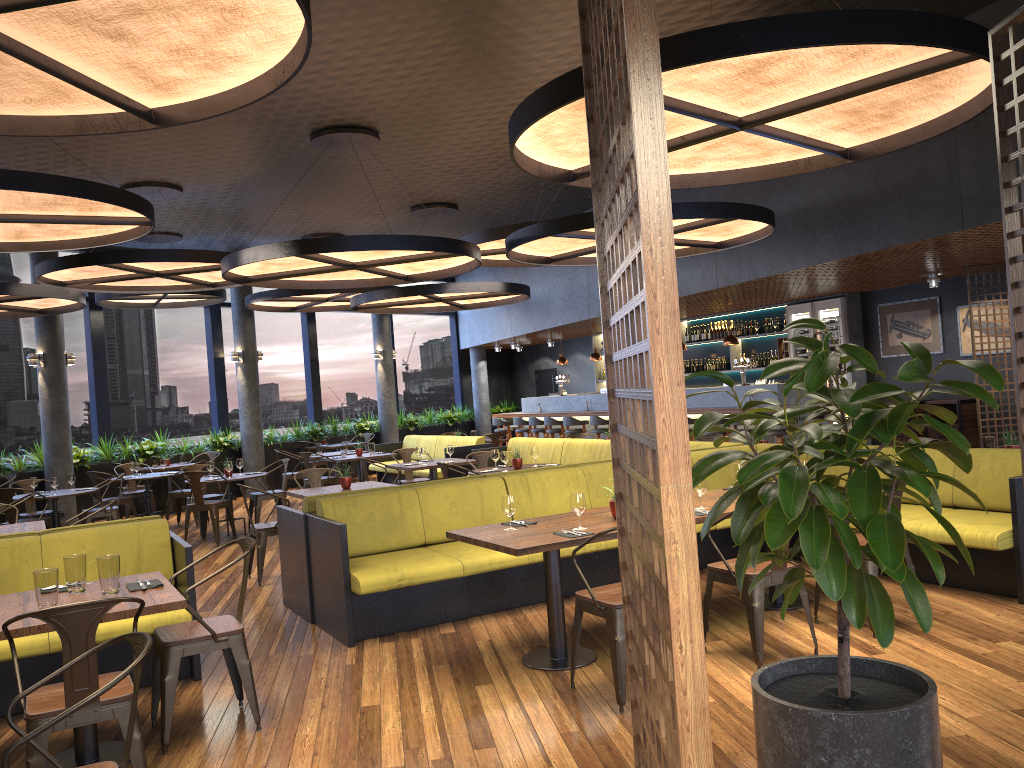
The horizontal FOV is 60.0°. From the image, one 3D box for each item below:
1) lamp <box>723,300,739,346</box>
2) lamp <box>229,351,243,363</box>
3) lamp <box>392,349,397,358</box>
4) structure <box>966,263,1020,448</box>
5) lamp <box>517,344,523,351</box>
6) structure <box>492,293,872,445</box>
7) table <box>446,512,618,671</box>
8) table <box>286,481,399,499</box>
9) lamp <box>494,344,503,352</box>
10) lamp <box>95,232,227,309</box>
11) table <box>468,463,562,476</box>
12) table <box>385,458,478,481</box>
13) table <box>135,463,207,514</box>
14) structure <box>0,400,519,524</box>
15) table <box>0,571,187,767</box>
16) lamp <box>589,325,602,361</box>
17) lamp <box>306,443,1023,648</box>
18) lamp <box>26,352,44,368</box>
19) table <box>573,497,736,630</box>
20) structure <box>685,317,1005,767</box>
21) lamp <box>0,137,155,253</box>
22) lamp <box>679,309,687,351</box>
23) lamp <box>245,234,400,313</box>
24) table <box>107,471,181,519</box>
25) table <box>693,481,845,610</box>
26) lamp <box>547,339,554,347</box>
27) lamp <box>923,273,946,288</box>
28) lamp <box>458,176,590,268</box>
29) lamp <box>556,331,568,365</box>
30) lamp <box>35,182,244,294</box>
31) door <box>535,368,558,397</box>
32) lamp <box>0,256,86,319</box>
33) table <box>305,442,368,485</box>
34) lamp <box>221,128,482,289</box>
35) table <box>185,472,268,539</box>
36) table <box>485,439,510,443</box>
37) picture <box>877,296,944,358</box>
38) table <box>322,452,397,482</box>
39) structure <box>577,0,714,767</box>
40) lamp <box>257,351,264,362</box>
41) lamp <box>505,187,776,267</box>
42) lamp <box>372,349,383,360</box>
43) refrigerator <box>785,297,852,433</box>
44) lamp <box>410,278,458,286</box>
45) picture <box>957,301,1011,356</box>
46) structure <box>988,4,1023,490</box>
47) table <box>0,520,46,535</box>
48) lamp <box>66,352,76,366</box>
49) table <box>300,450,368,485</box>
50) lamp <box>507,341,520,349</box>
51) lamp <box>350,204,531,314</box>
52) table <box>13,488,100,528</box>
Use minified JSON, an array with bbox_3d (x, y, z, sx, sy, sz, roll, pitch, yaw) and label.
[{"bbox_3d":[3.309,-0.932,13.502,0.250,0.673,0.250,-4,0,4],"label":"lamp"},{"bbox_3d":[-5.031,-0.491,16.083,0.215,0.215,0.189,-4,0,28],"label":"lamp"},{"bbox_3d":[-2.619,-0.646,19.443,0.215,0.215,0.189,-5,-1,40],"label":"lamp"},{"bbox_3d":[6.378,-0.157,10.943,1.319,2.700,0.050,-4,0,1],"label":"structure"},{"bbox_3d":[0.174,-0.901,22.049,0.228,0.172,0.228,-4,0,-29],"label":"lamp"},{"bbox_3d":[2.957,0.129,15.600,2.700,2.700,9.298,-4,0,-29],"label":"structure"},{"bbox_3d":[0.234,1.230,5.217,0.906,0.763,0.887,-4,0,-29],"label":"table"},{"bbox_3d":[-1.591,1.389,8.551,0.887,0.763,0.906,-4,0,-29],"label":"table"},{"bbox_3d":[-0.341,-0.868,21.341,0.228,0.172,0.228,-4,0,-29],"label":"lamp"},{"bbox_3d":[-5.700,-1.872,14.374,1.979,1.093,1.979,-4,0,25],"label":"lamp"},{"bbox_3d":[0.068,1.271,9.339,1.007,0.760,1.007,-4,0,9],"label":"table"},{"bbox_3d":[-0.973,1.360,11.055,0.906,0.763,0.887,-4,0,-29],"label":"table"},{"bbox_3d":[-5.666,1.733,14.620,0.887,0.763,0.906,-5,0,35],"label":"table"},{"bbox_3d":[-4.440,1.336,17.350,0.808,1.413,17.112,-5,0,36],"label":"structure"},{"bbox_3d":[-2.034,1.391,4.146,0.887,0.763,0.906,-4,0,-29],"label":"table"},{"bbox_3d":[1.552,-0.779,16.709,0.250,0.673,0.250,-4,0,4],"label":"lamp"},{"bbox_3d":[3.139,0.051,7.326,9.057,2.714,3.017,-4,0,-29],"label":"lamp"},{"bbox_3d":[-7.135,-0.354,13.214,0.215,0.215,0.189,-4,0,24],"label":"lamp"},{"bbox_3d":[1.021,1.175,5.657,0.906,0.763,0.887,-4,0,-29],"label":"table"},{"bbox_3d":[1.168,0.646,3.018,0.993,1.763,1.166,-4,0,32],"label":"structure"},{"bbox_3d":[-4.609,-1.940,7.640,2.778,1.159,2.778,-4,-1,-39],"label":"lamp"},{"bbox_3d":[2.729,-0.882,14.561,0.250,0.673,0.250,-4,0,4],"label":"lamp"},{"bbox_3d":[-3.259,-1.986,15.524,2.778,1.159,2.778,-4,0,7],"label":"lamp"},{"bbox_3d":[-5.187,1.684,12.641,1.007,0.760,1.007,-4,0,-36],"label":"table"},{"bbox_3d":[1.814,1.119,6.094,0.906,0.763,0.887,-4,0,-29],"label":"table"},{"bbox_3d":[0.899,-0.964,20.725,0.228,0.172,0.228,-4,0,-29],"label":"lamp"},{"bbox_3d":[5.614,-1.376,11.805,0.228,0.172,0.228,-4,0,-29],"label":"lamp"},{"bbox_3d":[0.558,-2.297,11.442,2.778,1.159,2.778,-4,0,21],"label":"lamp"},{"bbox_3d":[0.979,-0.730,17.755,0.250,0.673,0.250,-4,-1,-41],"label":"lamp"},{"bbox_3d":[-4.577,-1.917,11.371,2.778,1.159,2.778,-5,-1,39],"label":"lamp"},{"bbox_3d":[0.926,0.649,22.171,0.137,2.056,1.012,-4,0,-29],"label":"door"},{"bbox_3d":[-7.012,-1.635,11.305,2.778,1.362,2.778,-4,0,30],"label":"lamp"},{"bbox_3d":[-3.479,1.592,17.620,0.887,0.763,0.906,-5,0,35],"label":"table"},{"bbox_3d":[-1.775,-1.959,9.716,2.778,1.475,2.778,-4,0,20],"label":"lamp"},{"bbox_3d":[-3.580,1.555,11.225,1.007,0.760,1.007,-4,-1,-41],"label":"table"},{"bbox_3d":[-0.620,1.363,15.183,0.906,0.763,0.887,-4,0,-29],"label":"table"},{"bbox_3d":[5.832,-0.822,13.022,0.028,0.809,1.039,-4,0,-29],"label":"picture"},{"bbox_3d":[-2.306,1.476,13.519,0.887,0.763,0.906,-4,0,-29],"label":"table"},{"bbox_3d":[0.270,0.233,1.804,0.050,2.700,0.852,-4,0,1],"label":"structure"},{"bbox_3d":[-4.733,-0.509,16.561,0.215,0.215,0.189,-5,0,37],"label":"lamp"},{"bbox_3d":[1.267,-2.187,9.313,2.778,1.475,2.778,-4,0,-25],"label":"lamp"},{"bbox_3d":[-2.897,-0.629,18.953,0.215,0.215,0.189,-4,0,22],"label":"lamp"},{"bbox_3d":[5.017,-0.266,14.187,0.454,2.109,1.159,-4,0,-29],"label":"refrigerator"},{"bbox_3d":[-1.517,-2.153,18.681,1.979,1.093,1.979,-4,0,25],"label":"lamp"},{"bbox_3d":[6.464,-0.753,11.884,0.028,0.697,1.039,-4,0,-29],"label":"picture"},{"bbox_3d":[1.756,0.128,2.623,0.050,2.700,0.852,-4,0,1],"label":"structure"},{"bbox_3d":[-4.214,1.573,7.106,0.887,0.763,0.906,-4,0,-29],"label":"table"},{"bbox_3d":[-6.830,-0.374,13.693,0.215,0.215,0.189,-5,-1,39],"label":"lamp"},{"bbox_3d":[-2.930,1.531,14.654,0.906,0.763,0.887,-4,0,-29],"label":"table"},{"bbox_3d":[0.044,-0.902,20.602,0.228,0.172,0.228,-4,0,-29],"label":"lamp"},{"bbox_3d":[-1.152,-1.977,13.775,2.778,1.475,2.778,-4,0,26],"label":"lamp"},{"bbox_3d":[-5.481,1.692,10.666,1.007,0.760,1.007,-4,0,29],"label":"table"}]
